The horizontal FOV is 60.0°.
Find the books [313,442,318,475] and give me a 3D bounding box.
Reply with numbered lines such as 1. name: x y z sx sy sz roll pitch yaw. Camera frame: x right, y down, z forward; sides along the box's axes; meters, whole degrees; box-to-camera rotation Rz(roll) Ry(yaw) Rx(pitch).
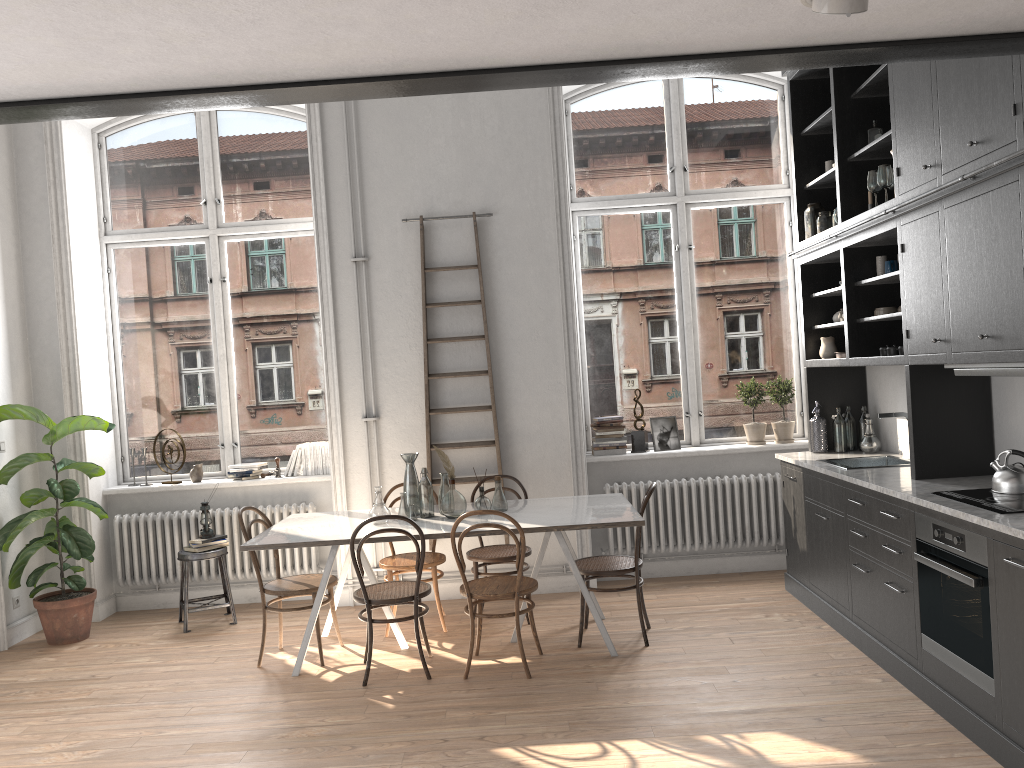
1. books: -1.501 0.572 6.854 0.019 0.244 0.174 -4 1 1

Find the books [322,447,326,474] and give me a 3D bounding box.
1. books: -1.435 0.587 6.838 0.020 0.205 0.155 -4 1 1

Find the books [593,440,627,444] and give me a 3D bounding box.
1. books: 0.748 0.441 6.806 0.255 0.014 0.192 -4 1 4

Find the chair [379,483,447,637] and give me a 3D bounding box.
1. chair: -0.654 1.135 5.864 0.438 0.921 0.549 -4 1 -1

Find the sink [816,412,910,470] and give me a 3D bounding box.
1. sink: 2.150 0.431 5.278 0.514 0.505 0.526 -4 1 1

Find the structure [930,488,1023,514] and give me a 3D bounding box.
1. structure: 2.107 0.485 3.728 0.427 0.011 0.592 -4 1 1

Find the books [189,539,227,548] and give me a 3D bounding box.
1. books: -2.156 1.124 6.293 0.232 0.029 0.163 -4 1 -29

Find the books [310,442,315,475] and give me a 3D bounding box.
1. books: -1.521 0.573 6.837 0.019 0.244 0.174 -4 1 1

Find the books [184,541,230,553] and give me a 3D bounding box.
1. books: -2.166 1.151 6.290 0.194 0.034 0.246 -3 1 41

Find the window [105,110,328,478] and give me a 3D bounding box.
1. window: -2.305 -0.727 6.983 1.622 2.843 0.013 -4 1 1

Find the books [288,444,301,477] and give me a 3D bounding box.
1. books: -1.663 0.586 6.839 0.100 0.235 0.174 -4 1 1

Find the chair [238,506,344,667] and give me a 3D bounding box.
1. chair: -1.327 1.185 5.341 0.549 0.921 0.437 -4 1 9

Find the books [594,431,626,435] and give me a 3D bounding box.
1. books: 0.751 0.371 6.807 0.222 0.024 0.158 -4 1 1

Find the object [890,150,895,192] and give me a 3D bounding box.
1. object: 2.013 -1.083 4.585 0.094 0.267 0.116 -3 1 42

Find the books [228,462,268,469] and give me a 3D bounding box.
1. books: -2.034 0.627 6.836 0.244 0.019 0.174 -4 1 11

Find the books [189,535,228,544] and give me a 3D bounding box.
1. books: -2.156 1.102 6.293 0.147 0.027 0.221 -3 1 33

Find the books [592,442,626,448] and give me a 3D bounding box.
1. books: 0.739 0.461 6.791 0.249 0.023 0.175 -4 1 1

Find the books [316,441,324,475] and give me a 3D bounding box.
1. books: -1.480 0.570 6.859 0.024 0.243 0.175 -4 1 1

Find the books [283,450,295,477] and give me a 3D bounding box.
1. books: -1.701 0.608 6.844 0.105 0.194 0.155 -4 1 0

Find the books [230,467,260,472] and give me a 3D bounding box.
1. books: -2.052 0.654 6.817 0.205 0.020 0.155 -4 1 -9

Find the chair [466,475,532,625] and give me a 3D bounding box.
1. chair: -0.081 1.097 5.938 0.438 0.921 0.549 -4 1 8

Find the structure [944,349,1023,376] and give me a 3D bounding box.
1. structure: 2.199 -0.106 3.721 0.379 0.123 0.843 -4 1 1

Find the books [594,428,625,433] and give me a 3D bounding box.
1. books: 0.746 0.350 6.801 0.205 0.022 0.155 -4 1 -4

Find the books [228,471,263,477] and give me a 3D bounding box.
1. books: -2.054 0.696 6.831 0.205 0.022 0.155 -4 1 21

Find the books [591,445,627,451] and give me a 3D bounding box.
1. books: 0.741 0.484 6.791 0.249 0.023 0.175 -4 1 -4

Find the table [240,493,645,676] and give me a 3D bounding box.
1. table: -0.349 1.190 5.356 2.200 0.780 1.100 -4 1 1

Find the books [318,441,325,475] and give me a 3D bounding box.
1. books: -1.458 0.569 6.836 0.019 0.244 0.174 -4 1 1

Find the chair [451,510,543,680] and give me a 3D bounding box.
1. chair: -0.085 1.109 4.883 0.438 0.921 0.549 -4 1 12

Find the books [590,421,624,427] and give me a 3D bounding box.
1. books: 0.730 0.309 6.801 0.231 0.023 0.162 -4 1 16

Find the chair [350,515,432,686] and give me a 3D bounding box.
1. chair: -0.669 1.146 4.925 0.438 0.921 0.549 -4 1 -4

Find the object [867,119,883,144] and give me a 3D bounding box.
1. object: 2.115 -1.439 5.158 0.084 0.199 0.065 -3 1 23

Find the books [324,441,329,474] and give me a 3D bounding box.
1. books: -1.413 0.566 6.858 0.024 0.243 0.175 -4 1 1

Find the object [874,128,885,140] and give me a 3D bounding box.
1. object: 2.106 -1.400 5.071 0.041 0.125 0.053 -4 1 -32

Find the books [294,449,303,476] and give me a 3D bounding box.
1. books: -1.637 0.601 6.840 0.072 0.203 0.155 -4 1 1

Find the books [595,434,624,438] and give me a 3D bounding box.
1. books: 0.749 0.395 6.802 0.205 0.022 0.155 -4 1 15

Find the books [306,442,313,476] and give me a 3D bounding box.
1. books: -1.543 0.575 6.828 0.024 0.243 0.175 -4 1 1

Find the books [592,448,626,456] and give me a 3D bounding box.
1. books: 0.741 0.516 6.793 0.248 0.043 0.192 -4 1 1

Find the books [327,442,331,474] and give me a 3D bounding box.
1. books: -1.388 0.565 6.838 0.024 0.243 0.175 -4 1 1

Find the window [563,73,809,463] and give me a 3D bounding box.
1. window: 7.368 -5.749 9.789 14.385 15.938 26.394 -4 1 1

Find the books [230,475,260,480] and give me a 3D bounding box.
1. books: -2.059 0.719 6.835 0.147 0.023 0.221 -4 1 -41

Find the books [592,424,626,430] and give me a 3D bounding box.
1. books: 0.739 0.330 6.801 0.244 0.019 0.174 -4 1 1

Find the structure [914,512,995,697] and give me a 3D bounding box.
1. structure: 2.126 0.880 3.735 0.618 0.623 0.622 -4 1 1

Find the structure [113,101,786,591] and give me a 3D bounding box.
1. structure: -0.514 -0.662 6.561 5.182 4.474 0.340 -4 1 1

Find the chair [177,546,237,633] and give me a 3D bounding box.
1. chair: -2.166 1.427 6.263 0.364 0.523 0.360 -4 1 -26

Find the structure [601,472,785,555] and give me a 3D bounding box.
1. structure: 1.441 0.967 6.650 1.577 0.552 0.194 -4 1 1

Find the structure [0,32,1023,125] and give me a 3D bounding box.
1. structure: -0.696 -1.403 0.520 5.927 1.213 4.157 -4 1 1

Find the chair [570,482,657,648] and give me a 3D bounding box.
1. chair: 0.616 1.058 5.299 0.549 0.921 0.437 -4 1 13

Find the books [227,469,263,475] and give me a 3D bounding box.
1. books: -2.053 0.674 6.829 0.221 0.023 0.147 -4 1 16

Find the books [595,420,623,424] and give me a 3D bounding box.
1. books: 0.742 0.286 6.800 0.205 0.020 0.155 -4 1 1

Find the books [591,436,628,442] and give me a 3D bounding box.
1. books: 0.746 0.420 6.807 0.245 0.028 0.193 -4 1 -4

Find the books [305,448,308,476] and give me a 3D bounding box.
1. books: -1.564 0.595 6.839 0.020 0.205 0.155 -4 1 1

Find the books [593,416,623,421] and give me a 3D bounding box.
1. books: 0.735 0.265 6.809 0.201 0.024 0.159 -4 1 -9

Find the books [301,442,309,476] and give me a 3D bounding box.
1. books: -1.591 0.578 6.860 0.024 0.243 0.175 -4 1 1
